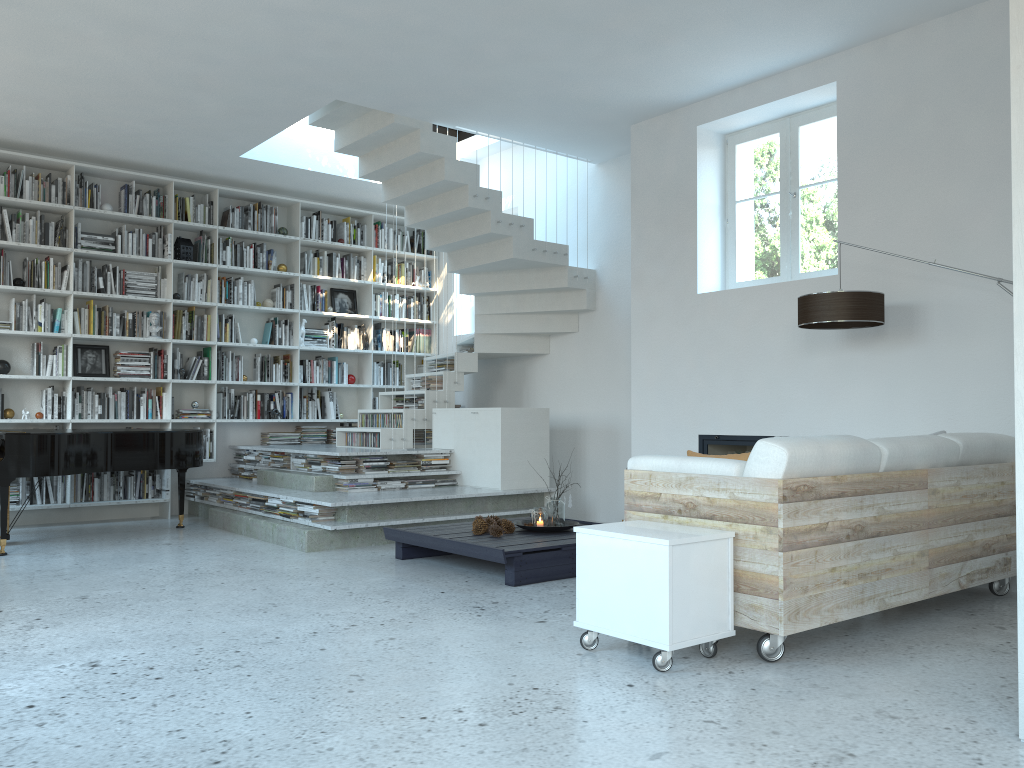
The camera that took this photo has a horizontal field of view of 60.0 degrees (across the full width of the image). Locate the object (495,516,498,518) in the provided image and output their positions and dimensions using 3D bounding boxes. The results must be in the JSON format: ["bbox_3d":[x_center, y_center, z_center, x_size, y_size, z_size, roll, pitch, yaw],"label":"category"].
[{"bbox_3d":[-0.099,0.913,5.830,0.078,0.101,0.086,-1,-2,25],"label":"object"}]

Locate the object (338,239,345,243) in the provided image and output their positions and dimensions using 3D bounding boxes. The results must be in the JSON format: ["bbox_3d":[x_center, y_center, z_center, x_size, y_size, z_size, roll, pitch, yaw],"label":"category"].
[{"bbox_3d":[-1.805,-1.499,9.365,0.071,0.072,0.071,0,-2,10],"label":"object"}]

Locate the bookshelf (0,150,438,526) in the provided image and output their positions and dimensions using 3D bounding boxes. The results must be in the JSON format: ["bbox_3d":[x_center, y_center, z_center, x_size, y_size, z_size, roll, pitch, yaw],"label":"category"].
[{"bbox_3d":[-3.378,-0.320,8.113,6.298,3.141,0.330,2,-2,-39],"label":"bookshelf"}]

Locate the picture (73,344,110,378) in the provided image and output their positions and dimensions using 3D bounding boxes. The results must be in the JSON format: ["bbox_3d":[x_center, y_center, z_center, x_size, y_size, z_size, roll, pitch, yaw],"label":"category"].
[{"bbox_3d":[-3.766,-0.203,7.944,0.300,0.299,0.077,2,-2,-39],"label":"picture"}]

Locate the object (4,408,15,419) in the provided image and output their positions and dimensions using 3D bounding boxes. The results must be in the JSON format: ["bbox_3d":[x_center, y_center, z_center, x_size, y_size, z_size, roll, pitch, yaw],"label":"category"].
[{"bbox_3d":[-4.242,0.252,7.471,0.091,0.092,0.091,-1,-2,29],"label":"object"}]

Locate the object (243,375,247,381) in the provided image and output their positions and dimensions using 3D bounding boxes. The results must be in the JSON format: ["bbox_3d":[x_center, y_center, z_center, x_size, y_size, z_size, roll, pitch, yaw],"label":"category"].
[{"bbox_3d":[-2.647,-0.053,8.751,0.071,0.072,0.071,0,-2,10],"label":"object"}]

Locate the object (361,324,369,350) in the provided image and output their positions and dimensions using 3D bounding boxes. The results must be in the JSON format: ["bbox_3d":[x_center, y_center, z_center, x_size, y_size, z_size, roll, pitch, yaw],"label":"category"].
[{"bbox_3d":[-1.569,-0.498,9.464,0.087,0.288,0.075,0,-2,-4],"label":"object"}]

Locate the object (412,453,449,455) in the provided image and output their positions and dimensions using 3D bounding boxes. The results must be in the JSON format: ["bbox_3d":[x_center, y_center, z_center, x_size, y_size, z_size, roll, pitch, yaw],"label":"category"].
[{"bbox_3d":[-0.712,0.593,7.664,0.284,0.030,0.177,2,-3,-39],"label":"object"}]

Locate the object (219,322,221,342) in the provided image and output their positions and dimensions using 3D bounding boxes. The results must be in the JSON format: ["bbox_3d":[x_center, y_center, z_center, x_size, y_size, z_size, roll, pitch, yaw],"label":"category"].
[{"bbox_3d":[-2.861,-0.495,8.612,0.013,0.208,0.140,1,-2,-39],"label":"object"}]

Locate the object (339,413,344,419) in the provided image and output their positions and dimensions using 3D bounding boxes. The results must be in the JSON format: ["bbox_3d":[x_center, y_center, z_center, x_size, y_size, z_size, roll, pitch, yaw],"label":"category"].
[{"bbox_3d":[-1.825,0.339,9.416,0.071,0.072,0.071,0,-2,10],"label":"object"}]

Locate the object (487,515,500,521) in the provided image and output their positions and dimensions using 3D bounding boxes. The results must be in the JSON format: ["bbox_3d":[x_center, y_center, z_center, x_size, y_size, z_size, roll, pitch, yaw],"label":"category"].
[{"bbox_3d":[-0.118,0.902,5.769,0.099,0.102,0.097,-1,-2,22],"label":"object"}]

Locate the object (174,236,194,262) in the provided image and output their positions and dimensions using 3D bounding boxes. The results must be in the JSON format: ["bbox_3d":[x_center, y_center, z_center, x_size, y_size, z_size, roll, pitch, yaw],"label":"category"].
[{"bbox_3d":[-3.093,-1.260,8.351,0.135,0.248,0.135,-1,-2,41],"label":"object"}]

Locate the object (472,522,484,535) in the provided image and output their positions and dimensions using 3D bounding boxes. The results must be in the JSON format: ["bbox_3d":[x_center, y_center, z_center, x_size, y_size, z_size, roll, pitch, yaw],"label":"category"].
[{"bbox_3d":[-0.213,0.908,5.538,0.082,0.085,0.082,1,-2,-24],"label":"object"}]

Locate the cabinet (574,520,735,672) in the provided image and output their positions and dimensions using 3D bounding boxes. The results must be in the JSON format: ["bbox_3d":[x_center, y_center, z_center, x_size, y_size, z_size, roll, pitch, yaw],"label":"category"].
[{"bbox_3d":[0.548,0.812,3.467,0.380,0.487,0.502,1,-2,-39],"label":"cabinet"}]

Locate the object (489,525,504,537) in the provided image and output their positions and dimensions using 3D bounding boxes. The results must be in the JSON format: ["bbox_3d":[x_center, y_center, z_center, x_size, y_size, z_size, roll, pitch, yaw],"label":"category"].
[{"bbox_3d":[-0.094,0.901,5.430,0.081,0.083,0.098,1,-2,-34],"label":"object"}]

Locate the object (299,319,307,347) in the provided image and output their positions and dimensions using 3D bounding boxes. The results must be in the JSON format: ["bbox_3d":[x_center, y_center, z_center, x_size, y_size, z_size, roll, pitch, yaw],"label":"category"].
[{"bbox_3d":[-2.127,-0.517,8.991,0.087,0.288,0.075,0,-2,-4],"label":"object"}]

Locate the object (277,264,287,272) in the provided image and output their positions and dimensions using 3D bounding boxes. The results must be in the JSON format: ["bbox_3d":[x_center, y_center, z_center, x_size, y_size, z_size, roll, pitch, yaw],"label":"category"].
[{"bbox_3d":[-2.320,-1.163,8.951,0.100,0.101,0.100,-1,-2,29],"label":"object"}]

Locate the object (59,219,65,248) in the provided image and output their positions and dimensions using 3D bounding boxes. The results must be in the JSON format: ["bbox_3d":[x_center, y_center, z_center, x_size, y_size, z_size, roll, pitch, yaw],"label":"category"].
[{"bbox_3d":[-3.870,-1.291,7.641,0.075,0.254,0.075,-1,-2,30],"label":"object"}]

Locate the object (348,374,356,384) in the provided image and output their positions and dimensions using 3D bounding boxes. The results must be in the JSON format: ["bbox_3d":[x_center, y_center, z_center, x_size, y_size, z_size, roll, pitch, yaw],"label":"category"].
[{"bbox_3d":[-1.729,-0.046,9.474,0.115,0.116,0.115,-1,-2,29],"label":"object"}]

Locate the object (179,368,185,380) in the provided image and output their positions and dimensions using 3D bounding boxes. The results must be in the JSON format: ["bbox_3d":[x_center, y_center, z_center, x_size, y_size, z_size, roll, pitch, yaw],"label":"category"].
[{"bbox_3d":[-3.063,-0.094,8.233,0.054,0.113,0.079,1,-2,-40],"label":"object"}]

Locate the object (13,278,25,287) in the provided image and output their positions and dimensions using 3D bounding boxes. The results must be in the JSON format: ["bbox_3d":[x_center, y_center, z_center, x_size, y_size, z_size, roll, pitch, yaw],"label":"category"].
[{"bbox_3d":[-4.180,-0.851,7.511,0.097,0.098,0.097,0,-2,10],"label":"object"}]

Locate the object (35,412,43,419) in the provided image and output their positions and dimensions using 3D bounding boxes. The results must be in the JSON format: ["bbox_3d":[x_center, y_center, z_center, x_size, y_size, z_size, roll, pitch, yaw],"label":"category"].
[{"bbox_3d":[-4.040,0.271,7.578,0.061,0.062,0.061,0,-2,10],"label":"object"}]

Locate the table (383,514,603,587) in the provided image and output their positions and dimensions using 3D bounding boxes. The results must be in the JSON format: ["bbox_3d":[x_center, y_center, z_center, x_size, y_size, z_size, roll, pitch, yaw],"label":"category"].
[{"bbox_3d":[0.047,1.037,5.682,1.270,0.218,1.258,2,-3,-39],"label":"table"}]

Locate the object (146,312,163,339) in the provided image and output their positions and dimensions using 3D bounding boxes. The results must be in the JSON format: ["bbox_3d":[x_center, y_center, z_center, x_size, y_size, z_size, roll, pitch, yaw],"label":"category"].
[{"bbox_3d":[-3.269,-0.531,8.109,0.138,0.244,0.137,0,-2,17],"label":"object"}]

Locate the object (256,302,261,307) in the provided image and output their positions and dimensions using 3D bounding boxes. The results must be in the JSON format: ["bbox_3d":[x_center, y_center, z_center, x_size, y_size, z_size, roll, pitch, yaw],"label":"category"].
[{"bbox_3d":[-2.534,-0.784,8.844,0.068,0.068,0.068,-1,-2,29],"label":"object"}]

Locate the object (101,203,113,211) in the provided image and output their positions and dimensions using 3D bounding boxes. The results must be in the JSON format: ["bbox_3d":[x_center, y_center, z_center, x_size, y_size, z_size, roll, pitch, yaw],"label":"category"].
[{"bbox_3d":[-3.640,-1.571,7.958,0.104,0.106,0.105,-1,-2,29],"label":"object"}]

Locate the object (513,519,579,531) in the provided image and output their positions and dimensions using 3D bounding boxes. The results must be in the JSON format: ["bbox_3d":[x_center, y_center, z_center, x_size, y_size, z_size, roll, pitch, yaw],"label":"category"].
[{"bbox_3d":[0.222,0.918,5.747,0.429,0.038,0.429,0,-2,1],"label":"object"}]

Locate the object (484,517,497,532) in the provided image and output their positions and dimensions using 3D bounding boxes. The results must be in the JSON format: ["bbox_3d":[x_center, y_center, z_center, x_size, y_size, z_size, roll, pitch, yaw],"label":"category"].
[{"bbox_3d":[-0.146,0.898,5.655,0.094,0.108,0.108,-1,-2,19],"label":"object"}]

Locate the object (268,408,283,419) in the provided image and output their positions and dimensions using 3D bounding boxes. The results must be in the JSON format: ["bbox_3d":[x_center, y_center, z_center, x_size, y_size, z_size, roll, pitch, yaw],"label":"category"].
[{"bbox_3d":[-2.344,0.295,8.790,0.064,0.114,0.160,-1,-2,39],"label":"object"}]

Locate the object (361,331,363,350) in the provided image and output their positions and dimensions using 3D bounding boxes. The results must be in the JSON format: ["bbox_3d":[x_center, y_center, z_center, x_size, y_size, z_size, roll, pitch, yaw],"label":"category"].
[{"bbox_3d":[-1.654,-0.459,9.571,0.022,0.211,0.179,1,-2,-39],"label":"object"}]

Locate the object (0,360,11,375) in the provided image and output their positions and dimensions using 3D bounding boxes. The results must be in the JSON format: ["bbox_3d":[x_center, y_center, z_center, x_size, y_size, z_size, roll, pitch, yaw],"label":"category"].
[{"bbox_3d":[-4.279,-0.137,7.438,0.133,0.135,0.134,0,-2,10],"label":"object"}]

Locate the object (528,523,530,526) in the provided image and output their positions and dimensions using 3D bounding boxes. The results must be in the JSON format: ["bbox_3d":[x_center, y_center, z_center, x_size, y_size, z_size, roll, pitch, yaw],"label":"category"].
[{"bbox_3d":[0.112,0.924,5.808,0.031,0.035,0.031,1,-2,-38],"label":"object"}]

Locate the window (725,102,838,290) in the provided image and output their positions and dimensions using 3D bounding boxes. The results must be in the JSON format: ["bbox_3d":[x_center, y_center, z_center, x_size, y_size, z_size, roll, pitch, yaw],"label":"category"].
[{"bbox_3d":[1.938,-1.277,6.213,0.072,1.226,1.117,1,-2,-39],"label":"window"}]

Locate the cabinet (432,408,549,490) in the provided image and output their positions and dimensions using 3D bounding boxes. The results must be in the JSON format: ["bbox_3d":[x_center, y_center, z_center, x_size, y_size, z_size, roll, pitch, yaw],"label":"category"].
[{"bbox_3d":[-0.209,0.544,7.699,0.551,0.667,0.993,1,-2,-39],"label":"cabinet"}]

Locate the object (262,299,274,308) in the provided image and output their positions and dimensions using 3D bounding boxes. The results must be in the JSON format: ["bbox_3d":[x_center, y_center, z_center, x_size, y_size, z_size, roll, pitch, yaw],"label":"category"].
[{"bbox_3d":[-2.459,-0.802,8.934,0.111,0.113,0.111,-1,-2,29],"label":"object"}]

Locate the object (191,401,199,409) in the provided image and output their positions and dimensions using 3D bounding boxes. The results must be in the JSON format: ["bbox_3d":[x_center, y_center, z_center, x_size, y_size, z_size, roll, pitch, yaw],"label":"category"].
[{"bbox_3d":[-2.989,0.196,8.362,0.071,0.072,0.071,0,-2,10],"label":"object"}]

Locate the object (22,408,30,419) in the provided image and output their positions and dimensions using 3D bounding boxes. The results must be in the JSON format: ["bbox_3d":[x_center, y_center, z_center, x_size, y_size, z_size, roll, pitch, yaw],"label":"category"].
[{"bbox_3d":[-4.107,0.252,7.495,0.060,0.095,0.078,1,-2,-22],"label":"object"}]

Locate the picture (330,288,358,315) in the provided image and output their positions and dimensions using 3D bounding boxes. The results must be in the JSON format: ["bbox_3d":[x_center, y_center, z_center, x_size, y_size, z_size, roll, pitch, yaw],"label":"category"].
[{"bbox_3d":[-1.805,-0.873,9.539,0.300,0.299,0.077,2,-2,-39],"label":"picture"}]

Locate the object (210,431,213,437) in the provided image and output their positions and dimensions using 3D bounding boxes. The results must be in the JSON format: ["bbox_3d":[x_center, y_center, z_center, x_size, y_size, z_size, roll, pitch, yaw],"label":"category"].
[{"bbox_3d":[-2.880,0.581,8.466,0.011,0.260,0.142,1,-2,-39],"label":"object"}]

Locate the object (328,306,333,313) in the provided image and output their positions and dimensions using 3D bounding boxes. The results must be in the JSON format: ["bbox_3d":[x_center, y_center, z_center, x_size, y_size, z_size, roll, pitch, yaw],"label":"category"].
[{"bbox_3d":[-1.929,-0.777,9.325,0.091,0.092,0.091,0,-2,10],"label":"object"}]

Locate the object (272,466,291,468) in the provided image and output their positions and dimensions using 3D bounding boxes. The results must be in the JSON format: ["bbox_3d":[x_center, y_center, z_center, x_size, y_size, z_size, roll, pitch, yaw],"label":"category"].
[{"bbox_3d":[-2.039,0.751,8.032,0.145,0.010,0.266,2,-3,-43],"label":"object"}]

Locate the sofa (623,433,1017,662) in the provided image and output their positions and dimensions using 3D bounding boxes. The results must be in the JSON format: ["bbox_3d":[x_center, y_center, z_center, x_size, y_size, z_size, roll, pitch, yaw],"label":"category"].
[{"bbox_3d":[1.573,0.660,4.269,2.195,0.854,0.871,2,-2,-39],"label":"sofa"}]

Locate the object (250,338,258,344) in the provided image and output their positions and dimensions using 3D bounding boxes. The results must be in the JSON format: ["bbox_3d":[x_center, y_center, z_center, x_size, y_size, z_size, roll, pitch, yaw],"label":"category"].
[{"bbox_3d":[-2.558,-0.420,8.787,0.071,0.072,0.071,0,-2,10],"label":"object"}]

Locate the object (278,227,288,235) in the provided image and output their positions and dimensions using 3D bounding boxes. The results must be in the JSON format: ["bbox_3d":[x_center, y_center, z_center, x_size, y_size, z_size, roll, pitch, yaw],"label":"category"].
[{"bbox_3d":[-2.316,-1.532,8.955,0.104,0.105,0.104,0,-2,10],"label":"object"}]

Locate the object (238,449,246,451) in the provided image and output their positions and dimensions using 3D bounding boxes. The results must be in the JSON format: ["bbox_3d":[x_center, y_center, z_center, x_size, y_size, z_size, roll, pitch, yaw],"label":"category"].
[{"bbox_3d":[-2.584,0.647,8.730,0.131,0.024,0.290,2,-3,-37],"label":"object"}]

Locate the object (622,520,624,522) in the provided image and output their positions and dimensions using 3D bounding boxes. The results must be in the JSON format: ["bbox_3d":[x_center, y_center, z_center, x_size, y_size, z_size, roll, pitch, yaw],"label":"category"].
[{"bbox_3d":[1.173,1.135,7.014,0.642,0.108,0.134,-2,-3,40],"label":"object"}]

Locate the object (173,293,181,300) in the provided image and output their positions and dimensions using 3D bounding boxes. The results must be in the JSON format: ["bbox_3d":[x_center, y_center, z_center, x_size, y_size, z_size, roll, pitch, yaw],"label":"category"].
[{"bbox_3d":[-3.130,-0.813,8.273,0.071,0.072,0.071,0,-2,10],"label":"object"}]

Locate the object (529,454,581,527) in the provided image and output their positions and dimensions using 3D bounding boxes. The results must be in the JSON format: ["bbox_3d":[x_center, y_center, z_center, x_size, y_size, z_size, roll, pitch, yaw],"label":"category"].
[{"bbox_3d":[0.283,0.674,5.693,0.309,0.521,0.436,0,-2,-9],"label":"object"}]

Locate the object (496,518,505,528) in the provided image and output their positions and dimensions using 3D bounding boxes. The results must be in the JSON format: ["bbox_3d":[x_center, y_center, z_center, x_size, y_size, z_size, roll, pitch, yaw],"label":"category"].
[{"bbox_3d":[-0.077,0.909,5.715,0.106,0.086,0.091,1,-2,-25],"label":"object"}]

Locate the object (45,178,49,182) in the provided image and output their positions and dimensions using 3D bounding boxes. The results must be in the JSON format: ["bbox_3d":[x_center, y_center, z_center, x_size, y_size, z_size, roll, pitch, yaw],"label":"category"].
[{"bbox_3d":[-4.040,-1.653,7.696,0.010,0.246,0.157,1,-2,-39],"label":"object"}]

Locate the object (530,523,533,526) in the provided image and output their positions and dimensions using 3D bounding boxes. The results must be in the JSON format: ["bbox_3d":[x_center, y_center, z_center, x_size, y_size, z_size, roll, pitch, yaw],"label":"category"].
[{"bbox_3d":[0.130,0.916,5.719,0.038,0.043,0.039,-1,-2,22],"label":"object"}]

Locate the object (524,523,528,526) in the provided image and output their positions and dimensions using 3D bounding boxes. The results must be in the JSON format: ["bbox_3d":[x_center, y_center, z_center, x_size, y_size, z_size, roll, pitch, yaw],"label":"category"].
[{"bbox_3d":[0.092,0.922,5.768,0.035,0.035,0.030,2,-2,-41],"label":"object"}]

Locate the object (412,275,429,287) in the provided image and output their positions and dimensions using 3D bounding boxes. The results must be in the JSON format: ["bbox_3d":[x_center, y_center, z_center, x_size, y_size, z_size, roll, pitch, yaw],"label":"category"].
[{"bbox_3d":[-1.028,-1.142,9.932,0.203,0.137,0.095,1,-2,-23],"label":"object"}]

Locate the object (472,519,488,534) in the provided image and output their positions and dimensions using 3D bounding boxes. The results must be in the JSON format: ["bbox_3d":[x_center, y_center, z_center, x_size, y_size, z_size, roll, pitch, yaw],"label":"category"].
[{"bbox_3d":[-0.206,0.903,5.614,0.114,0.101,0.110,-1,-2,33],"label":"object"}]

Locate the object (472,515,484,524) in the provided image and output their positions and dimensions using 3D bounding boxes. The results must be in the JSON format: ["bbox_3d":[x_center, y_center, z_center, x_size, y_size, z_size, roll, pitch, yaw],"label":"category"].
[{"bbox_3d":[-0.210,0.892,5.698,0.090,0.106,0.097,1,-2,-18],"label":"object"}]

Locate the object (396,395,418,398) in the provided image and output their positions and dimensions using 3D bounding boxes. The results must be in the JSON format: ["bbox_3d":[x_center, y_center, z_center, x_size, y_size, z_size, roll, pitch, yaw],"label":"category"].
[{"bbox_3d":[-1.041,0.122,8.777,0.161,0.025,0.174,2,-3,-35],"label":"object"}]

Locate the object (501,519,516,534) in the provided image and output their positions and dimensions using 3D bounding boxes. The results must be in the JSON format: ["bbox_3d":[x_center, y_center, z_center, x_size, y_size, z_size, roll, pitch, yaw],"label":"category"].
[{"bbox_3d":[-0.024,0.905,5.620,0.083,0.100,0.092,1,-2,-34],"label":"object"}]

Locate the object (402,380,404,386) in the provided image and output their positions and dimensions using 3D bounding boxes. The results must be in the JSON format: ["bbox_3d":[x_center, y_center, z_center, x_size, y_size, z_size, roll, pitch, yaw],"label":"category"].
[{"bbox_3d":[-1.222,-0.008,9.885,0.071,0.072,0.071,0,-2,10],"label":"object"}]

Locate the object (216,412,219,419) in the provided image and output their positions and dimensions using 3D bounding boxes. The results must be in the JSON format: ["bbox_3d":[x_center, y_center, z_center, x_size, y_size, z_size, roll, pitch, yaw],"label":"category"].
[{"bbox_3d":[-2.863,0.305,8.562,0.071,0.072,0.071,0,-2,10],"label":"object"}]
